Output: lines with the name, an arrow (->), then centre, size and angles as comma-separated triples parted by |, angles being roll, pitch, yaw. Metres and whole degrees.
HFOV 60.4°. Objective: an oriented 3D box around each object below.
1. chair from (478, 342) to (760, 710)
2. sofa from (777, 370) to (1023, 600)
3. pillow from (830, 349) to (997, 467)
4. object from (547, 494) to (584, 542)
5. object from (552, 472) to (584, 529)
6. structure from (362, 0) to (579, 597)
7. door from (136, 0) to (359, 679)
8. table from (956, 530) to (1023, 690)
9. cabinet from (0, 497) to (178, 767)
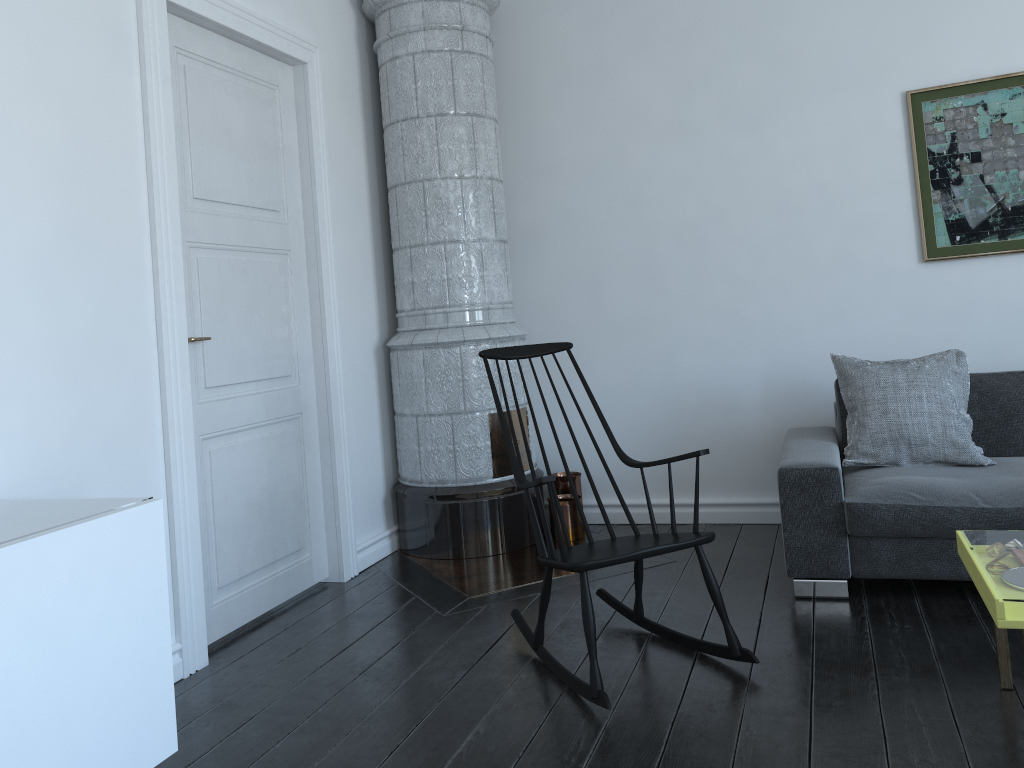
chair -> 0.262, 0.370, 2.905 | 0.614, 1.009, 0.901 | -4, 0, -25
sofa -> 2.260, 0.316, 3.318 | 2.365, 0.726, 1.087 | -3, 2, 19
pillow -> 2.338, 0.065, 3.408 | 2.047, 0.494, 0.480 | -3, 1, 24
object -> 0.268, 0.667, 4.385 | 0.174, 0.200, 0.171 | -5, 0, 9
object -> 0.286, 0.612, 4.569 | 0.172, 0.282, 0.176 | -5, -1, 19
structure -> -0.211, -0.643, 4.364 | 0.780, 2.904, 1.261 | -4, -2, -25
door -> -1.051, -0.308, 3.563 | 0.115, 2.486, 1.169 | -6, -2, 20
table -> 1.839, 0.608, 1.986 | 1.396, 0.401, 0.602 | -3, 2, 19
cabinet -> -1.272, 0.717, 1.679 | 0.588, 0.737, 1.205 | -5, 2, 20
